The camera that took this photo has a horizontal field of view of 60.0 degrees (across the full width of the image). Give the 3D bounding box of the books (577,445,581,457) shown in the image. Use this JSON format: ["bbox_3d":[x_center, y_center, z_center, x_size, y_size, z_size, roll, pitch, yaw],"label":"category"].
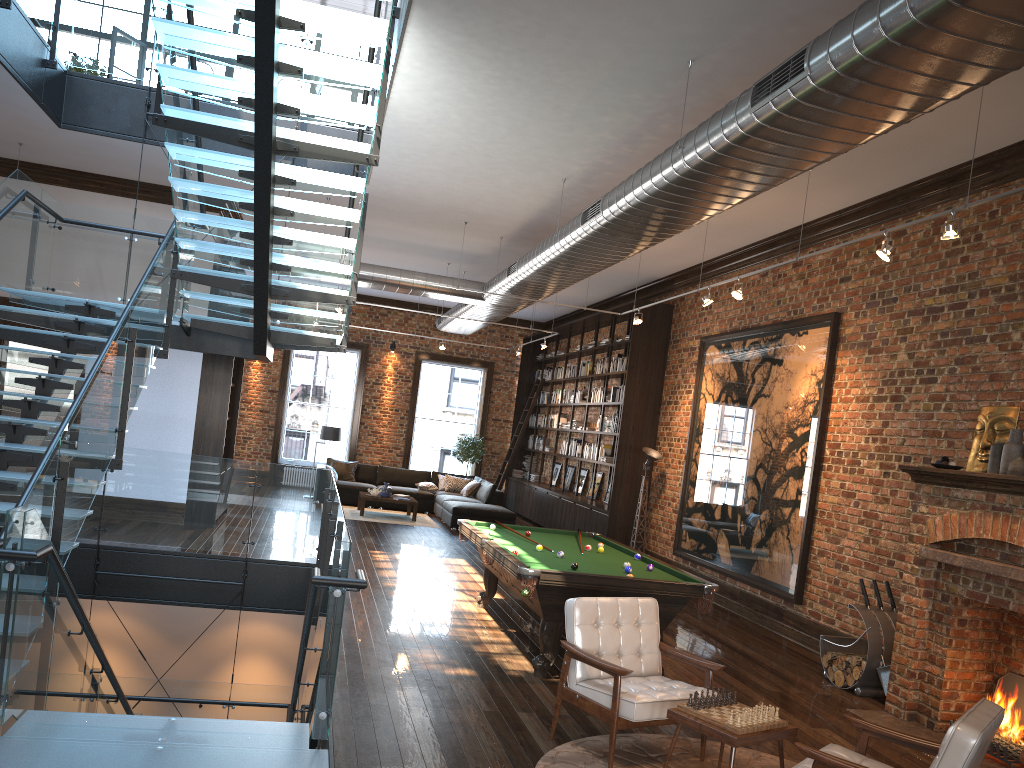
[{"bbox_3d":[1.329,1.270,16.628,0.191,0.218,0.033,7,1,-13],"label":"books"}]

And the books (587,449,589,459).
[{"bbox_3d":[1.453,1.272,16.021,0.175,0.184,0.034,7,1,-13],"label":"books"}]

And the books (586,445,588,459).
[{"bbox_3d":[1.447,1.246,16.120,0.179,0.246,0.031,7,2,-13],"label":"books"}]

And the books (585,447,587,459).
[{"bbox_3d":[1.431,1.268,16.209,0.170,0.209,0.028,7,1,-13],"label":"books"}]

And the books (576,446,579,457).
[{"bbox_3d":[1.314,1.279,16.701,0.191,0.205,0.025,7,1,-13],"label":"books"}]

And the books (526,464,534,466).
[{"bbox_3d":[0.433,1.861,20.374,0.165,0.006,0.351,8,-3,-18],"label":"books"}]

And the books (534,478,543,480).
[{"bbox_3d":[0.565,2.080,19.484,0.229,0.008,0.328,8,-3,-11],"label":"books"}]

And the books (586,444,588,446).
[{"bbox_3d":[1.422,1.236,16.259,0.146,0.276,0.013,7,2,-13],"label":"books"}]

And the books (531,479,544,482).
[{"bbox_3d":[0.561,2.117,19.484,0.229,0.008,0.328,8,-3,-13],"label":"books"}]

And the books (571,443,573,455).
[{"bbox_3d":[1.235,1.250,17.150,0.155,0.295,0.029,7,2,-13],"label":"books"}]

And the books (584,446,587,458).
[{"bbox_3d":[1.414,1.254,16.235,0.168,0.234,0.032,7,1,-13],"label":"books"}]

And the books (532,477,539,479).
[{"bbox_3d":[0.561,2.064,19.482,0.229,0.008,0.329,8,-3,-16],"label":"books"}]

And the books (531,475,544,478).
[{"bbox_3d":[0.568,2.033,19.482,0.229,0.008,0.329,8,-3,-10],"label":"books"}]

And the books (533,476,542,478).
[{"bbox_3d":[0.558,2.040,19.480,0.229,0.008,0.332,8,-3,-7],"label":"books"}]

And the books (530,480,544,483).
[{"bbox_3d":[0.548,2.146,19.483,0.229,0.008,0.330,8,-3,-17],"label":"books"}]

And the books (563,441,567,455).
[{"bbox_3d":[1.124,1.275,17.533,0.190,0.260,0.027,7,2,-13],"label":"books"}]

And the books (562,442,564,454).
[{"bbox_3d":[1.100,1.272,17.663,0.180,0.275,0.013,7,2,-13],"label":"books"}]

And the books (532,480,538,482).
[{"bbox_3d":[0.560,2.132,19.485,0.227,0.007,0.368,8,-3,-11],"label":"books"}]

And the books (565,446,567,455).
[{"bbox_3d":[1.156,1.274,17.423,0.183,0.257,0.029,7,2,-13],"label":"books"}]

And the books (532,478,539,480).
[{"bbox_3d":[0.565,2.087,19.484,0.227,0.007,0.368,8,-3,-11],"label":"books"}]

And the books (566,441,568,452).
[{"bbox_3d":[1.164,1.252,17.400,0.185,0.301,0.016,7,2,-13],"label":"books"}]

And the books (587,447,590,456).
[{"bbox_3d":[1.453,1.257,16.051,0.175,0.218,0.027,7,1,-13],"label":"books"}]

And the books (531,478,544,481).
[{"bbox_3d":[0.561,2.094,19.483,0.229,0.008,0.329,8,-3,-15],"label":"books"}]

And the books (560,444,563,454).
[{"bbox_3d":[1.071,1.315,17.818,0.178,0.205,0.068,7,1,-13],"label":"books"}]

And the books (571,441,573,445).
[{"bbox_3d":[1.218,1.262,17.249,0.155,0.277,0.013,7,2,-13],"label":"books"}]

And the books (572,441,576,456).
[{"bbox_3d":[1.257,1.246,16.979,0.185,0.289,0.016,7,2,-13],"label":"books"}]

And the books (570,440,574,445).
[{"bbox_3d":[1.195,1.245,17.310,0.170,0.312,0.038,7,2,-13],"label":"books"}]

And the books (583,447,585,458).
[{"bbox_3d":[1.399,1.276,16.360,0.159,0.201,0.028,7,1,-13],"label":"books"}]

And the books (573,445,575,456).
[{"bbox_3d":[1.263,1.283,16.895,0.180,0.206,0.012,7,2,-13],"label":"books"}]

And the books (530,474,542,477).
[{"bbox_3d":[0.560,2.017,19.479,0.227,0.007,0.371,8,-3,-18],"label":"books"}]

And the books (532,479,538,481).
[{"bbox_3d":[0.556,2.109,19.483,0.227,0.007,0.369,8,-3,-16],"label":"books"}]

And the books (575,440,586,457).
[{"bbox_3d":[1.293,1.225,16.787,0.187,0.318,0.015,7,2,-13],"label":"books"}]

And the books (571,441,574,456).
[{"bbox_3d":[1.248,1.249,17.034,0.185,0.286,0.015,7,2,-13],"label":"books"}]

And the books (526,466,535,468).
[{"bbox_3d":[0.429,1.906,20.376,0.189,0.012,0.321,8,-3,-13],"label":"books"}]

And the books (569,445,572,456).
[{"bbox_3d":[1.198,1.292,17.210,0.175,0.207,0.031,7,1,-13],"label":"books"}]

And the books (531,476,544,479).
[{"bbox_3d":[0.565,2.057,19.482,0.229,0.008,0.329,8,-3,-10],"label":"books"}]

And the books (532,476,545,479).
[{"bbox_3d":[0.570,2.050,19.483,0.227,0.007,0.368,8,-3,-13],"label":"books"}]

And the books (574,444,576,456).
[{"bbox_3d":[1.278,1.258,16.819,0.187,0.251,0.050,7,1,-13],"label":"books"}]

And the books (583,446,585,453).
[{"bbox_3d":[1.379,1.267,16.424,0.153,0.221,0.034,7,1,-13],"label":"books"}]

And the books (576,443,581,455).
[{"bbox_3d":[1.308,1.254,16.745,0.172,0.259,0.013,7,2,-13],"label":"books"}]

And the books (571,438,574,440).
[{"bbox_3d":[1.190,1.233,17.335,0.144,0.338,0.013,7,2,-13],"label":"books"}]

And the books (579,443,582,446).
[{"bbox_3d":[1.332,1.252,16.651,0.177,0.257,0.014,7,2,-13],"label":"books"}]

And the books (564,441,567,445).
[{"bbox_3d":[1.124,1.271,17.618,0.181,0.276,0.083,7,1,-13],"label":"books"}]

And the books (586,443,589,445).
[{"bbox_3d":[1.422,1.234,16.308,0.160,0.286,0.014,7,2,-13],"label":"books"}]

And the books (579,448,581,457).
[{"bbox_3d":[1.345,1.289,16.602,0.149,0.182,0.026,7,1,-13],"label":"books"}]

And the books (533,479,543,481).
[{"bbox_3d":[0.560,2.102,19.483,0.229,0.008,0.329,8,-3,-10],"label":"books"}]

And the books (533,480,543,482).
[{"bbox_3d":[0.563,2.125,19.485,0.229,0.008,0.327,8,-3,-12],"label":"books"}]

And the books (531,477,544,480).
[{"bbox_3d":[0.560,2.071,19.482,0.227,0.007,0.370,8,-3,-9],"label":"books"}]

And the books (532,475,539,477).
[{"bbox_3d":[0.575,2.026,19.483,0.229,0.008,0.327,8,-3,-12],"label":"books"}]

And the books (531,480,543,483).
[{"bbox_3d":[0.552,2.139,19.483,0.229,0.008,0.330,8,-3,-9],"label":"books"}]

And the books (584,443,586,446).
[{"bbox_3d":[1.387,1.235,16.449,0.132,0.291,0.016,7,2,-13],"label":"books"}]

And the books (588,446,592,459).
[{"bbox_3d":[1.471,1.246,15.988,0.166,0.238,0.034,7,1,-13],"label":"books"}]

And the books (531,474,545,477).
[{"bbox_3d":[0.571,2.010,19.481,0.227,0.007,0.369,8,-3,-10],"label":"books"}]
